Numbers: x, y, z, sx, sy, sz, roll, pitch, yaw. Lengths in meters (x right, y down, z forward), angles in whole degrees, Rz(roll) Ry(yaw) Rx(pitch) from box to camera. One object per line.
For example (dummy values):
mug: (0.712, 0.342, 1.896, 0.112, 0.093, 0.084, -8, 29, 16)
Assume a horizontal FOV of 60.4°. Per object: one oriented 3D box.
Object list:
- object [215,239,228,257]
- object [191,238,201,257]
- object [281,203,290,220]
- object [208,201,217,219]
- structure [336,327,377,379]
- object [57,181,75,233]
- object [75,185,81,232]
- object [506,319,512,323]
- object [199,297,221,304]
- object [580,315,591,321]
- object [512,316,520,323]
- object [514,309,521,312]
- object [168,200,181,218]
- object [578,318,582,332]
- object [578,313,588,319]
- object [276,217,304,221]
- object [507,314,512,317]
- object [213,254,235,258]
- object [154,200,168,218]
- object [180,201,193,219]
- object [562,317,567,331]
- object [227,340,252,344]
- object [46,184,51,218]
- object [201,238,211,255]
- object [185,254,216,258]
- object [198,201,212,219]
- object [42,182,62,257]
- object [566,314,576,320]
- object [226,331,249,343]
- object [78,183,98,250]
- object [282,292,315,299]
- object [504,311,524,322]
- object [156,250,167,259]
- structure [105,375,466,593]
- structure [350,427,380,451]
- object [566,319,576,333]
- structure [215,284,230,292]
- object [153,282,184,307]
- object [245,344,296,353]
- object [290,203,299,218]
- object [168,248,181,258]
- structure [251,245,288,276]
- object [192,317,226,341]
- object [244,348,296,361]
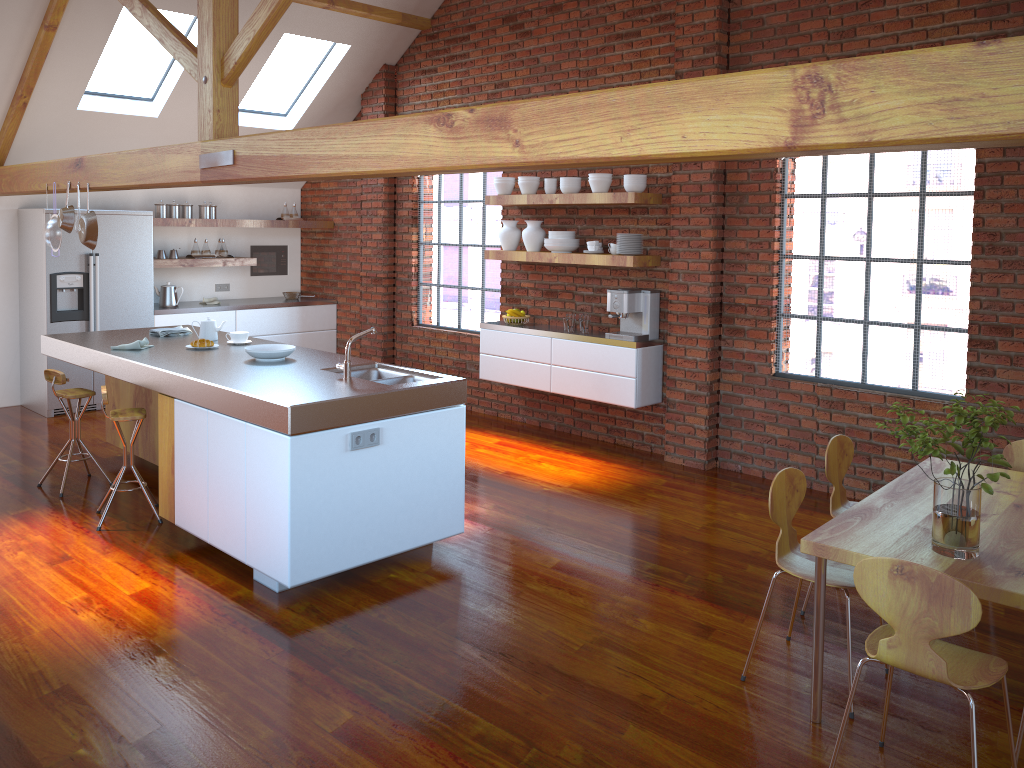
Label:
object: (-2.932, -1.379, 8.881, 0.093, 0.191, 0.204, -2, 7, -36)
object: (-3.111, -1.342, 8.653, 0.093, 0.190, 0.094, -2, 5, -33)
object: (-2.407, -1.836, 9.339, 0.093, 0.190, 0.094, -2, 5, -33)
object: (-3.022, -1.742, 8.824, 0.129, 0.176, 0.128, 5, 7, 39)
structure: (-0.788, -0.164, 4.477, 0.100, 0.246, 0.201, 5, 7, 44)
object: (-3.076, -1.217, 6.058, 0.085, 0.356, 0.195, -2, 5, -41)
object: (-2.926, -1.180, 5.945, 0.046, 0.329, 0.045, 0, 3, -20)
object: (-0.025, -0.528, 7.308, 0.046, 0.045, 0.056, -1, 7, -12)
object: (-3.021, -0.833, 8.788, 0.204, 0.061, 0.198, -3, 10, -23)
object: (0.562, -0.474, 6.727, 0.078, 0.103, 0.078, -3, 7, -33)
object: (0.035, -0.540, 7.300, 0.077, 0.065, 0.077, -1, 7, -12)
object: (0.037, -0.599, 7.345, 0.069, 0.061, 0.069, -3, 8, -29)
object: (-3.260, -1.685, 8.482, 0.129, 0.176, 0.128, 5, 7, 39)
object: (0.555, -0.461, 6.869, 0.078, 0.103, 0.078, -1, 6, -15)
object: (0.556, -0.499, 6.867, 0.078, 0.103, 0.078, -1, 6, -15)
object: (-2.371, -1.759, 9.382, 0.196, 0.032, 0.225, 10, 13, 42)
object: (-0.017, -0.576, 7.315, 0.045, 0.052, 0.052, 5, 8, 33)
object: (-2.933, -1.296, 8.885, 0.195, 0.032, 0.226, -6, 12, -35)
object: (-3.338, -1.666, 8.370, 0.129, 0.176, 0.128, 5, 7, 39)
object: (-3.180, -1.704, 8.597, 0.129, 0.176, 0.128, 5, 7, 39)
object: (0.433, -0.472, 6.930, 0.077, 0.103, 0.079, 2, 6, 15)
object: (-1.746, -0.265, 5.635, 0.154, 0.012, 0.156, -2, 10, -17)
object: (-3.367, -1.309, 6.393, 0.023, 0.286, 0.059, -1, 4, -30)
object: (-3.037, -1.354, 8.733, 0.093, 0.191, 0.094, 1, 4, -2)
object: (-3.075, -1.265, 8.697, 0.196, 0.032, 0.225, 10, 13, 42)
object: (-3.012, -1.707, 8.629, 0.129, 0.176, 0.128, 5, 7, 39)
object: (-3.267, -1.161, 6.209, 0.274, 0.525, 0.085, 5, 5, 45)
object: (0.455, -0.489, 6.801, 0.078, 0.103, 0.078, -1, 6, -15)
object: (-1.748, -0.295, 5.635, 0.125, 0.069, 0.117, 6, 9, 29)
object: (-2.816, -1.108, 5.825, 0.069, 0.441, 0.267, -2, 5, -40)
object: (-2.307, -0.944, 9.453, 0.349, 0.073, 0.196, 5, 10, 25)
object: (0.028, -0.557, 7.262, 0.176, 0.094, 0.065, 0, 5, -8)
object: (-3.346, -1.239, 8.398, 0.106, 0.081, 0.107, -1, 8, -16)
structure: (-1.700, 0.337, 5.217, 1.028, 0.759, 3.143, -7, 12, -45)
structure: (-0.678, 0.249, 4.022, 0.033, 0.079, 0.161, 5, 9, 44)
object: (0.454, -0.450, 6.803, 0.078, 0.103, 0.078, -1, 6, -15)
structure: (-3.063, -1.019, 9.294, 0.033, 0.079, 0.161, 5, 9, 44)
object: (-3.307, -0.862, 8.452, 0.302, 0.237, 0.182, -1, 6, -14)
object: (-1.378, -0.182, 5.017, 0.282, 0.055, 0.285, 4, 10, 16)
object: (-2.333, -1.848, 9.419, 0.093, 0.191, 0.094, 1, 4, -2)
object: (-3.262, -1.262, 8.482, 0.106, 0.099, 0.107, 0, 7, -3)
structure: (-2.665, -1.357, 9.672, 0.013, 0.332, 0.459, 4, 8, 44)
object: (-1.986, -0.364, 5.771, 0.198, 0.154, 0.119, -5, 8, -39)
object: (-1.378, -0.171, 5.017, 0.282, 0.055, 0.285, 4, 10, 16)
